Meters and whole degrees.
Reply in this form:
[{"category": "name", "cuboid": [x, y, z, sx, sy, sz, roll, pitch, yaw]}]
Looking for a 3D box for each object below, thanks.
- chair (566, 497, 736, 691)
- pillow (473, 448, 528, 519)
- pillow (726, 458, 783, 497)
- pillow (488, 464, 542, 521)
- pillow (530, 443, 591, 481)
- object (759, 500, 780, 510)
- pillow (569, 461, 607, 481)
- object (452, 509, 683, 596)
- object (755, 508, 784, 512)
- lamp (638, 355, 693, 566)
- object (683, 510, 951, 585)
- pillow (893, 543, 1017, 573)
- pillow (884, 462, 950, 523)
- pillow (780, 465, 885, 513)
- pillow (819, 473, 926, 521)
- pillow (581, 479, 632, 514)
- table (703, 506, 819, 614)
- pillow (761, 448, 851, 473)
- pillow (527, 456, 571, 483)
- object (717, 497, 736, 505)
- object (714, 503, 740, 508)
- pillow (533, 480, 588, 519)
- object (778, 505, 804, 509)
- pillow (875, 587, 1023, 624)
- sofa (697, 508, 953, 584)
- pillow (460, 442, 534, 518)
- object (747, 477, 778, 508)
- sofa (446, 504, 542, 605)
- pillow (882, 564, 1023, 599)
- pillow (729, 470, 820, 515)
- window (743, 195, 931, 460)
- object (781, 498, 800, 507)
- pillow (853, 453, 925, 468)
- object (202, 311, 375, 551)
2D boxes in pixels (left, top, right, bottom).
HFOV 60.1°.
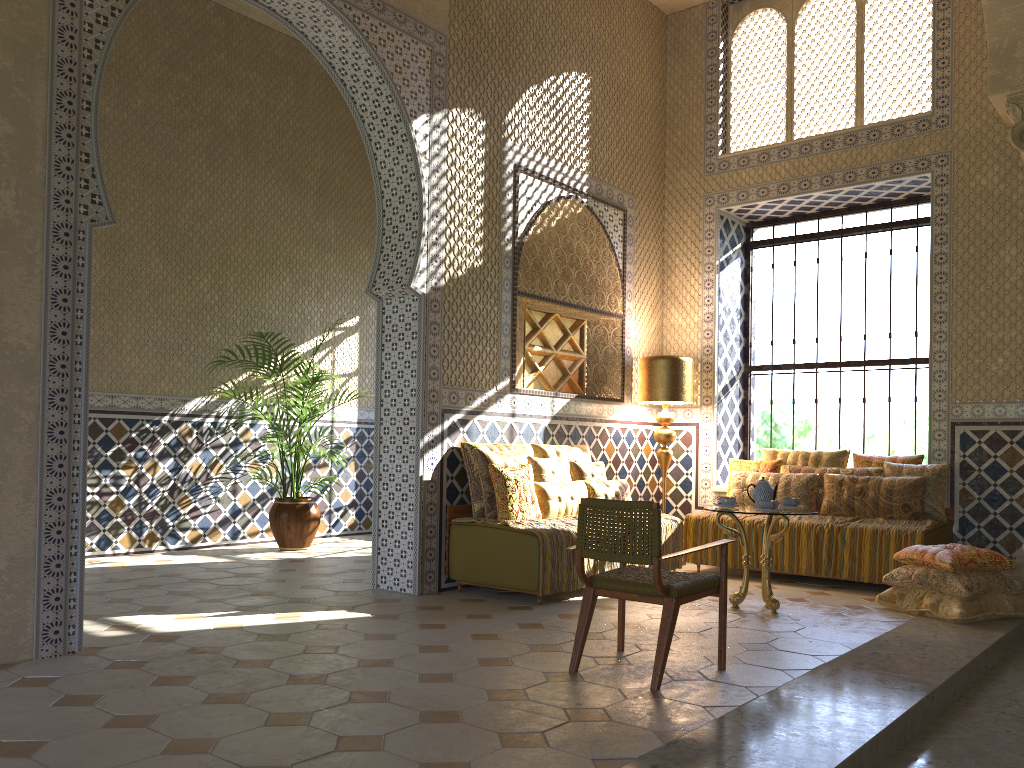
[{"category": "chair", "cuboid": [0.942, 1.404, 6.261, 0.950, 1.208, 0.908, -1, -3, 39]}, {"category": "pillow", "cuboid": [-0.063, 1.091, 9.604, 0.383, 0.779, 0.835, 0, -3, 39]}, {"category": "pillow", "cuboid": [3.167, 1.332, 11.681, 0.741, 0.692, 0.341, -1, -3, 39]}, {"category": "pillow", "cuboid": [0.050, 1.168, 9.327, 0.345, 0.650, 0.686, 0, -3, 38]}, {"category": "pillow", "cuboid": [0.673, 1.151, 10.836, 0.422, 0.831, 1.194, 0, -3, 39]}, {"category": "object", "cuboid": [2.426, 1.152, 8.339, 0.183, 0.100, 0.184, -1, -4, 35]}, {"category": "pillow", "cuboid": [0.967, 1.257, 10.758, 0.313, 0.637, 0.682, 0, -3, 39]}, {"category": "object", "cuboid": [0.720, 1.817, 10.018, 1.314, 0.717, 2.891, -2, -5, 39]}, {"category": "object", "cuboid": [2.425, 1.189, 8.339, 0.256, 0.032, 0.256, -2, -5, 35]}, {"category": "lamp", "cuboid": [2.083, 1.042, 12.096, 0.737, 2.811, 0.738, 1, -1, 8]}, {"category": "object", "cuboid": [3.656, 1.928, 10.846, 2.887, 0.717, 1.316, -2, -5, 39]}, {"category": "pillow", "cuboid": [4.319, 1.725, 8.674, 0.748, 0.310, 0.805, 2, -4, -17]}, {"category": "pillow", "cuboid": [4.730, 1.269, 10.421, 0.741, 0.692, 0.341, -1, -3, 39]}, {"category": "pillow", "cuboid": [3.939, 1.329, 11.032, 1.342, 0.614, 0.371, -2, -3, 39]}, {"category": "pillow", "cuboid": [4.251, 1.352, 10.498, 1.192, 0.546, 0.329, -2, -3, 39]}, {"category": "pillow", "cuboid": [1.156, 1.380, 10.663, 0.271, 0.450, 0.984, 0, -4, 39]}, {"category": "table", "cuboid": [2.429, 1.719, 8.682, 1.101, 0.979, 1.102, 2, -3, -22]}, {"category": "pillow", "cuboid": [3.742, 1.253, 11.501, 1.193, 0.831, 0.423, -1, -3, 39]}, {"category": "pillow", "cuboid": [0.464, 1.173, 10.134, 0.340, 0.692, 0.742, 0, -3, 39]}, {"category": "object", "cuboid": [2.162, 1.188, 8.915, 0.183, 0.100, 0.183, 0, -4, 20]}, {"category": "object", "cuboid": [2.162, 1.226, 8.915, 0.256, 0.032, 0.256, 0, -4, 18]}, {"category": "pillow", "cuboid": [0.568, 1.317, 9.934, 0.271, 0.450, 0.984, 0, -4, 39]}, {"category": "object", "cuboid": [2.786, 1.233, 8.864, 0.256, 0.032, 0.256, 0, -4, 18]}, {"category": "pillow", "cuboid": [4.325, 2.135, 8.680, 1.043, 0.368, 0.992, 3, -4, -26]}, {"category": "sofa", "cuboid": [3.726, 1.939, 10.869, 2.850, 0.936, 1.276, -2, -4, 39]}, {"category": "pillow", "cuboid": [-0.078, 1.071, 9.905, 0.422, 0.831, 1.194, 0, -3, 39]}, {"category": "object", "cuboid": [2.468, 1.072, 8.721, 0.273, 0.323, 0.199, 0, -2, 28]}, {"category": "sofa", "cuboid": [0.680, 1.828, 10.066, 1.274, 0.936, 2.855, -1, -4, 39]}, {"category": "pillow", "cuboid": [4.308, 1.934, 8.688, 0.881, 0.347, 0.933, 3, -4, -31]}, {"category": "pillow", "cuboid": [3.297, 1.390, 11.267, 1.192, 0.546, 0.329, -2, -3, 39]}, {"category": "window", "cuboid": [2.193, -0.395, 13.914, 8.486, 3.985, 0.575, -1, -2, 35]}, {"category": "object", "cuboid": [2.786, 1.196, 8.864, 0.183, 0.100, 0.183, -1, -4, 28]}, {"category": "pillow", "cuboid": [4.585, 1.253, 10.895, 0.856, 0.799, 0.394, -1, -3, 39]}, {"category": "object", "cuboid": [-3.270, 0.640, 12.855, 2.257, 3.549, 2.757, -1, -3, 42]}]
